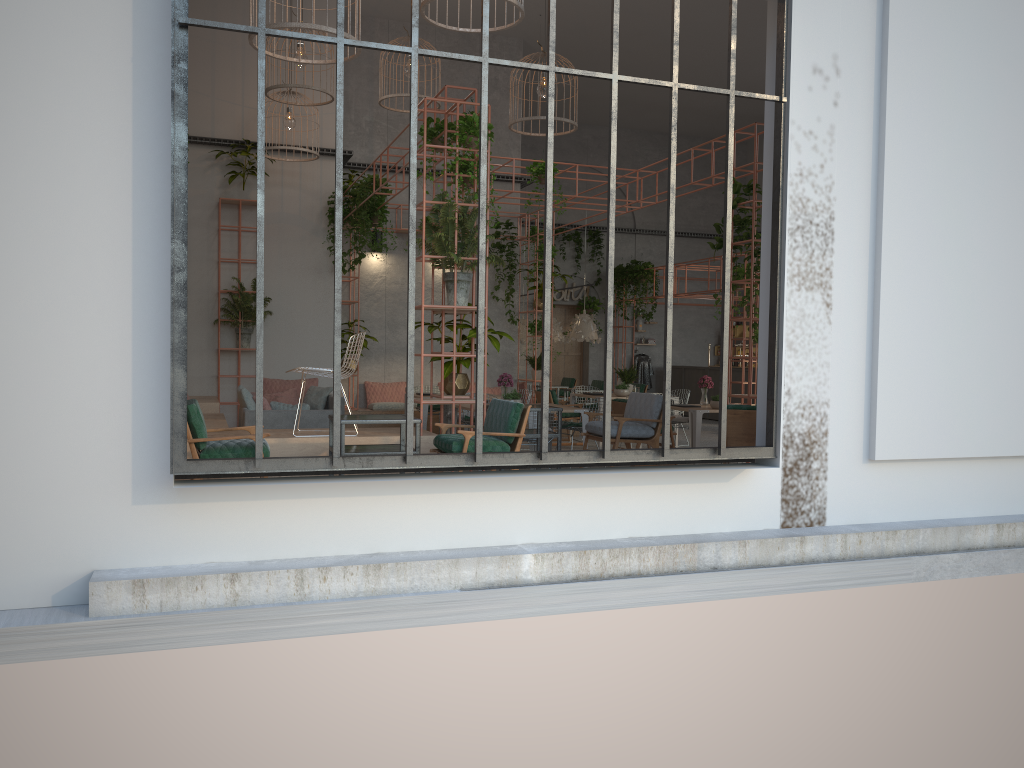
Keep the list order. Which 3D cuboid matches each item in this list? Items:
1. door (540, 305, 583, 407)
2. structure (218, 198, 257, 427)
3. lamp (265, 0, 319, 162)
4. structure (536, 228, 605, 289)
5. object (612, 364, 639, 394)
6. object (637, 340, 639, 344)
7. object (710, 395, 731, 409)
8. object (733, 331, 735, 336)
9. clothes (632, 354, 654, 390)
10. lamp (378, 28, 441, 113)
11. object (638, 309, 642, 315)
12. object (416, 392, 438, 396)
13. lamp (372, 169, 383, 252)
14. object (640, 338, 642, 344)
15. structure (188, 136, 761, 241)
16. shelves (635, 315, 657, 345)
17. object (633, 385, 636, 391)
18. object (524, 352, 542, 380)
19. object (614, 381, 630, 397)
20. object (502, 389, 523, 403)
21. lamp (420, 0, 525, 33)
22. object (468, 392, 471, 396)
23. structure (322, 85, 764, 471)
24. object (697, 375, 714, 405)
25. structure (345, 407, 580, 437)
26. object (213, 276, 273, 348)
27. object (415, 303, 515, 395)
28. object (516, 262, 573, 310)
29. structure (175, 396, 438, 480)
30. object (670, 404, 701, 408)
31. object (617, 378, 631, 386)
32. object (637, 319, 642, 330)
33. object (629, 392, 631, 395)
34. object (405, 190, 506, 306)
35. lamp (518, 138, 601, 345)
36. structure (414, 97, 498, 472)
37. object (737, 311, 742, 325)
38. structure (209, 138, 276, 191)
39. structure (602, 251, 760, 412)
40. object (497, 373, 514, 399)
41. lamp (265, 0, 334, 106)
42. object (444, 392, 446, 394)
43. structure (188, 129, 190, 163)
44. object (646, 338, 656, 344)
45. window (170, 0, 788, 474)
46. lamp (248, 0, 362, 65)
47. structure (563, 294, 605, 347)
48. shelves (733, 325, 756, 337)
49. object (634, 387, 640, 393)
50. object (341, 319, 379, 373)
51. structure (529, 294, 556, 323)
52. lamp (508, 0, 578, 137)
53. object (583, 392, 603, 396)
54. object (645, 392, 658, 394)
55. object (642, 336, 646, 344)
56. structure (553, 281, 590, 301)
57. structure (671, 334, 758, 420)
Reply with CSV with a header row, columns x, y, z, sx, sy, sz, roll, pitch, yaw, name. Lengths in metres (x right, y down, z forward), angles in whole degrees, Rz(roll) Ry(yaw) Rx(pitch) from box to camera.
x,y,z,sx,sy,sz,roll,pitch,yaw,name
1.118,-0.683,23.154,1.360,2.729,0.551,0,2,-19,door
-4.262,-1.054,13.865,0.624,3.596,0.424,0,2,-19,structure
-3.288,-5.136,13.130,0.883,3.476,0.883,2,2,33,lamp
1.414,-3.175,22.277,1.939,1.514,0.856,0,2,-25,structure
1.879,-0.079,14.510,0.438,0.527,0.368,0,2,-19,object
3.281,-1.130,23.053,0.055,0.164,0.092,1,2,-1,object
2.687,0.212,11.478,0.247,0.247,0.252,0,2,-20,object
5.814,-1.304,23.038,0.123,0.142,0.141,0,2,-19,object
3.415,-0.289,23.107,0.625,0.997,0.366,-1,3,-39,clothes
-1.432,-5.723,12.608,0.883,3.476,0.883,2,2,33,lamp
3.316,-1.868,23.009,0.133,0.145,0.133,2,2,32,object
-1.294,0.152,13.568,0.268,0.031,0.427,0,2,-19,object
-2.340,-3.024,15.459,0.179,1.425,0.185,0,2,-20,lamp
3.349,-1.122,23.055,0.063,0.151,0.063,0,2,-33,object
1.651,-3.662,14.491,15.603,0.110,15.203,0,2,-19,structure
3.492,-1.402,23.086,0.560,0.790,0.186,0,2,-19,shelves
1.976,0.095,14.964,0.165,0.154,0.210,0,2,-30,object
0.442,-0.334,16.086,0.438,0.527,0.368,0,2,-19,object
1.743,0.077,14.093,0.248,0.247,0.254,0,2,-19,object
-0.007,0.175,10.575,0.247,0.247,0.252,0,2,-20,object
-0.308,-4.883,7.489,0.883,3.476,0.883,2,2,33,lamp
-0.637,0.149,13.420,0.115,0.078,0.115,0,2,-14,object
-1.171,-1.440,15.577,4.501,4.345,14.096,0,2,-21,structure
2.677,0.086,12.272,0.213,0.414,0.225,0,2,-27,object
-1.809,0.589,18.123,4.386,0.500,5.831,0,2,-19,structure
-4.165,-1.105,13.793,0.894,1.097,0.900,1,2,10,object
-0.485,-0.350,8.709,0.934,0.923,0.903,3,3,37,object
0.591,-1.796,15.990,0.934,0.947,0.903,2,2,32,object
-3.082,0.363,9.833,3.396,1.111,9.152,0,2,-19,structure
2.311,0.298,11.894,0.268,0.031,0.427,0,2,-19,object
1.877,0.027,14.841,0.241,0.313,0.241,2,2,25,object
3.314,-1.565,23.029,0.136,0.336,0.145,1,2,-5,object
1.940,0.159,14.332,0.115,0.078,0.115,0,2,-14,object
-0.498,-1.269,8.232,0.894,1.101,0.900,2,3,35,object
0.865,-2.890,19.252,0.704,4.052,4.456,0,2,-20,lamp
-0.476,-0.781,8.137,0.748,3.623,0.722,0,2,-19,structure
5.917,-1.707,23.064,0.134,0.386,0.134,1,2,14,object
-4.110,-3.391,13.670,0.934,0.803,0.903,3,3,42,structure
6.466,-0.792,16.616,4.157,4.247,14.689,0,2,-19,structure
-0.086,0.064,11.293,0.213,0.414,0.225,0,2,-27,object
-2.743,-5.488,11.525,0.883,3.476,0.883,2,2,33,lamp
-0.918,0.066,13.151,0.248,0.247,0.254,0,2,-19,object
-4.011,-3.077,10.048,0.670,1.290,1.434,0,2,-19,structure
3.629,-1.115,23.164,0.219,0.149,0.129,0,2,-19,object
0.041,-2.242,5.641,4.126,5.544,0.089,0,2,-19,window
-1.635,-4.455,7.092,0.883,3.476,0.883,2,2,33,lamp
1.891,-1.713,22.723,0.950,1.527,0.921,0,2,-21,structure
5.888,-0.593,23.032,0.328,1.838,1.750,0,2,-19,shelves
2.079,0.117,14.774,0.095,0.119,0.095,1,2,5,object
-2.727,-0.638,14.894,0.934,0.919,0.903,3,3,42,object
0.660,-1.736,22.241,0.921,1.527,0.950,1,2,14,structure
0.427,-5.007,11.275,0.883,3.476,0.883,2,2,33,lamp
1.367,0.163,14.510,0.268,0.031,0.427,0,2,-19,object
2.318,0.161,14.739,0.218,0.041,0.218,1,2,-11,object
3.427,-1.149,23.091,0.081,0.204,0.081,0,2,-19,object
1.359,-2.342,22.406,1.312,0.505,0.063,0,2,-19,structure
5.813,-0.170,21.404,2.579,2.022,4.057,0,2,-19,structure
